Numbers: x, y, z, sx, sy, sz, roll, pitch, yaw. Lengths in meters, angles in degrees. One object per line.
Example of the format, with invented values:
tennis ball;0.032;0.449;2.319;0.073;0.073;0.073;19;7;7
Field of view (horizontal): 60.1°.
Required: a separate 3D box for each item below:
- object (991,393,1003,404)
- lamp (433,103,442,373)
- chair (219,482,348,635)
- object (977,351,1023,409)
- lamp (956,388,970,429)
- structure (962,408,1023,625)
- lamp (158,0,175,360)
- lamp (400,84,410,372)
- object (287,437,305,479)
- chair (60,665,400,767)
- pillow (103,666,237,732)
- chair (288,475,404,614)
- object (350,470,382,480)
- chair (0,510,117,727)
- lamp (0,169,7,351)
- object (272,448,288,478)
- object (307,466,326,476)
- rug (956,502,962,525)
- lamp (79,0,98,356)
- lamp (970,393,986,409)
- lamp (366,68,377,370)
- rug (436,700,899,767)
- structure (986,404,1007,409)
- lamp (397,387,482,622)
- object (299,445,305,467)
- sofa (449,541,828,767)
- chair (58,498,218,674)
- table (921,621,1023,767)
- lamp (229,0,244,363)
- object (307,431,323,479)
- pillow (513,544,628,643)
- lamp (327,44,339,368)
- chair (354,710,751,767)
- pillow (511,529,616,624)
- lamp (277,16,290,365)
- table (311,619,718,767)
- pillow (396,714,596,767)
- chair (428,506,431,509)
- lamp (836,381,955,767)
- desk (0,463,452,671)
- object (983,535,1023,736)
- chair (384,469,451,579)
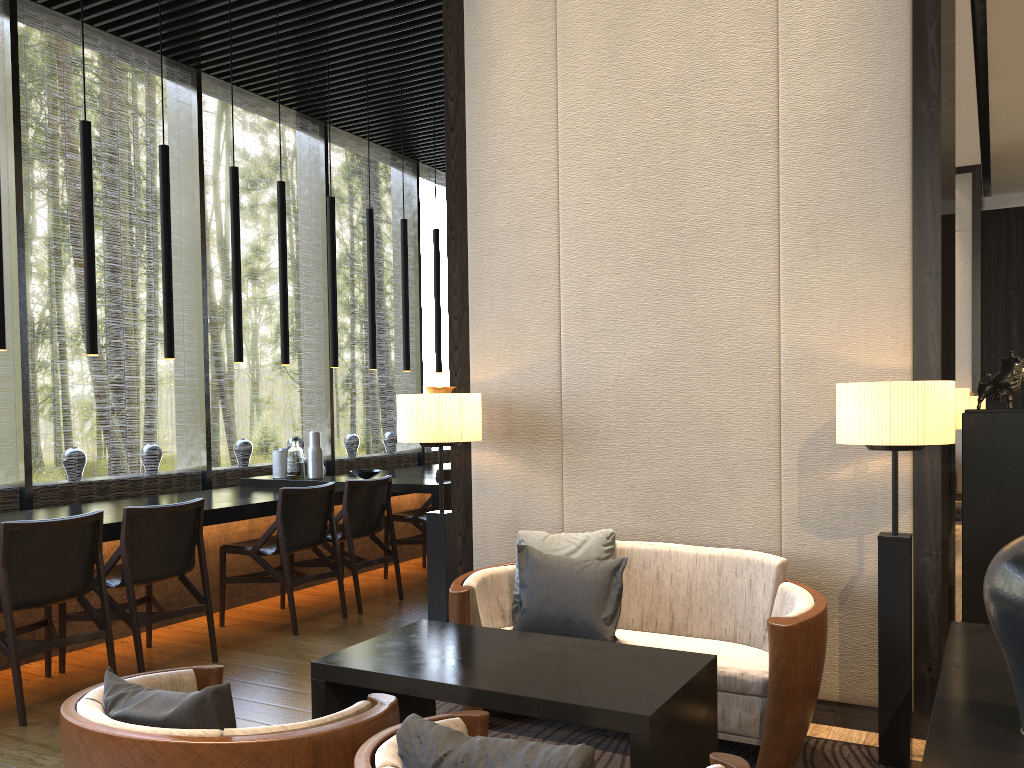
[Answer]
object;6.300;0.153;11.485;0.161;0.218;0.102;-1;1;17
lamp;-0.668;-1.309;7.808;0.060;2.424;0.060;0;2;24
chair;-1.352;1.008;5.274;0.563;0.828;0.525;-1;1;29
object;2.030;-0.014;3.679;0.176;0.246;0.115;-1;1;29
lamp;2.189;0.672;4.639;0.375;1.350;0.374;-1;2;-10
structure;2.026;0.714;3.713;0.240;1.220;0.240;0;2;29
lamp;-2.066;-1.359;5.256;0.060;2.424;0.060;0;2;24
lamp;-0.901;-1.317;7.383;0.060;2.424;0.060;0;2;24
object;-1.594;0.543;6.523;0.129;0.306;0.129;-1;1;15
chair;-0.705;1.018;2.096;0.804;0.605;0.605;-1;0;29
pillow;-0.769;0.803;1.986;0.441;0.339;0.204;-1;1;36
chair;-1.076;1.018;5.778;0.563;0.828;0.525;-1;1;29
object;-1.035;0.651;6.291;0.227;0.067;0.227;-2;-2;31
chair;-2.114;0.980;3.882;0.563;0.828;0.525;-1;1;29
lamp;-2.560;-1.377;4.353;0.060;2.424;0.060;0;2;24
object;-1.715;0.591;6.650;0.169;0.219;0.168;-1;1;24
object;-1.470;0.588;6.647;0.136;0.218;0.135;-1;1;16
rug;4.248;1.474;10.441;2.041;0.008;2.239;-2;-2;29
lamp;-2.314;-1.368;4.804;0.060;2.424;0.060;0;2;24
lamp;5.614;0.793;10.892;0.375;1.353;0.374;-1;2;-14
lamp;-1.120;-1.325;6.983;0.060;2.424;0.060;0;2;24
rug;-0.010;1.321;2.668;2.041;0.008;2.239;-2;-2;29
structure;6.305;0.867;11.525;0.240;1.220;0.240;0;2;29
lamp;-0.313;0.690;3.949;0.375;1.353;0.374;0;2;19
object;-1.609;0.583;6.718;0.067;0.238;0.067;0;2;22
sofa;0.465;0.992;3.410;1.449;0.694;0.602;-1;0;29
chair;-1.838;0.990;4.386;0.563;0.828;0.525;-1;1;29
table;1.248;1.021;1.965;0.620;0.513;1.958;-1;-1;29
lamp;-1.801;-1.349;5.739;0.060;2.424;0.060;0;2;24
object;-1.443;0.520;6.489;0.113;0.345;0.113;0;2;24
pillow;0.231;0.817;3.467;0.472;0.361;0.219;-1;1;25
lamp;-1.343;-1.333;6.575;0.060;2.424;0.060;0;2;24
chair;0.046;0.995;1.685;0.804;0.605;0.605;-1;0;29
pillow;0.216;0.802;3.651;0.433;0.400;0.200;-1;1;7
lamp;-1.594;-1.342;6.117;0.060;2.424;0.060;0;2;24
table;0.010;1.061;2.596;1.042;0.518;0.575;-1;0;29
pillow;-0.015;0.776;1.575;0.399;0.363;0.222;-1;1;29
chair;-0.313;1.045;7.170;0.563;0.828;0.525;-1;1;29
lamp;1.321;0.655;3.055;0.375;1.321;0.374;-1;2;-17
desk;-3.525;0.982;2.080;1.780;0.760;28.706;-1;-2;29
object;1.188;0.517;1.901;0.311;0.493;0.311;-1;1;10
chair;-0.589;1.035;6.666;0.563;0.828;0.525;-1;1;29
